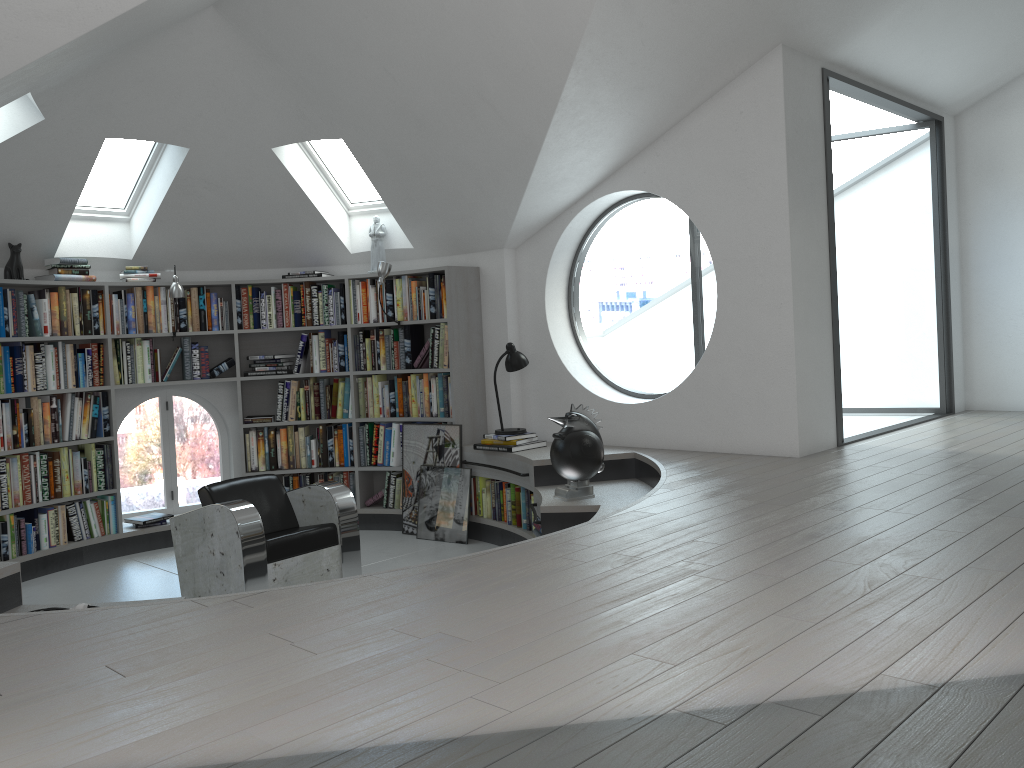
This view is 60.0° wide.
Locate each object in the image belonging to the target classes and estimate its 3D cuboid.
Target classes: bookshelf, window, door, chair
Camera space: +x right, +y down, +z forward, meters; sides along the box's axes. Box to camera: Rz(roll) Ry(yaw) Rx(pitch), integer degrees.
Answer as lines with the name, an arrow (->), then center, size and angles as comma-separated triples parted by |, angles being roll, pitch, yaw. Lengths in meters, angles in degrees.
bookshelf -> -2.463, 0.180, 6.116 | 2.108, 1.879, 4.338 | -1, 4, 44
window -> -2.552, -1.588, 6.076 | 1.932, 0.713, 4.060 | 0, 4, 44
window -> -3.411, 0.637, 6.353 | 0.617, 1.150, 3.235 | -2, 3, 30
door -> 2.993, -0.926, 7.388 | 1.051, 2.345, 0.080 | -2, 2, 29
chair -> -1.466, 0.937, 5.295 | 0.741, 0.719, 0.824 | -1, 3, 39
door -> 1.706, -0.794, 6.100 | 1.051, 2.345, 0.080 | -1, 2, 44
window -> 0.989, -0.627, 6.345 | 1.470, 1.469, 0.104 | -1, 2, 44

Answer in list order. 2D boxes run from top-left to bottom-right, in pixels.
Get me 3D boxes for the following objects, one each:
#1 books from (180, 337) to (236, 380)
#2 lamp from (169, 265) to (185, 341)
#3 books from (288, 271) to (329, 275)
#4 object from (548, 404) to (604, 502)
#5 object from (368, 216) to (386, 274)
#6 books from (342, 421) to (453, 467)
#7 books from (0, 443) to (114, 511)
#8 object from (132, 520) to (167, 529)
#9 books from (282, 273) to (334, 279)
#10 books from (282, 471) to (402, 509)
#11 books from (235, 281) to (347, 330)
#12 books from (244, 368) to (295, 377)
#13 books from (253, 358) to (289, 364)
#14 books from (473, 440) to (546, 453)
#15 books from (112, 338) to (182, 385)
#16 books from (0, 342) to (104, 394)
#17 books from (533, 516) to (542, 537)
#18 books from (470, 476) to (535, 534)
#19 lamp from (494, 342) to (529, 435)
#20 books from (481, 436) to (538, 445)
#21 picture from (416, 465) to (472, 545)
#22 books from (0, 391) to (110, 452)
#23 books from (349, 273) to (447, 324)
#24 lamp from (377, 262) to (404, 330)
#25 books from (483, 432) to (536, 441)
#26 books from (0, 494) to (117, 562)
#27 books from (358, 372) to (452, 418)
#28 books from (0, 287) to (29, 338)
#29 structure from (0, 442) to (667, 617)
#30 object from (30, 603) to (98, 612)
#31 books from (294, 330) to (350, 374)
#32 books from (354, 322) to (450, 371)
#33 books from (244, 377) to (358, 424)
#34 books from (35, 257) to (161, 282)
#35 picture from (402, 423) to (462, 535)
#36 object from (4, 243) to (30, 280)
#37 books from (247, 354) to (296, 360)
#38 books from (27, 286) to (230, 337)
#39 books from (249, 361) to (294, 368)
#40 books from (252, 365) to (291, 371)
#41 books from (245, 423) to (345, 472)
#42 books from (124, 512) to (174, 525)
books -> -2.433, -0.211, 7.122 | 0.399, 0.340, 0.224 | -4, 2, -26
lamp -> -2.586, -0.611, 6.749 | 0.113, 0.566, 0.357 | -4, 2, -39
books -> -1.681, -0.908, 7.320 | 0.247, 0.027, 0.233 | -2, 3, 17
object -> 0.388, 0.397, 5.296 | 0.320, 0.562, 0.320 | -2, 2, 17
object -> -1.083, -1.118, 7.132 | 0.179, 0.472, 0.179 | -4, 2, -37
books -> -0.828, 0.473, 7.096 | 1.183, 0.358, 0.304 | -1, 2, 25
books -> -3.317, 0.641, 6.329 | 0.292, 0.357, 1.033 | -2, 3, 29
object -> -2.834, 1.082, 6.927 | 0.227, 0.036, 0.213 | -5, 3, -29
books -> -1.679, -0.880, 7.321 | 0.336, 0.036, 0.317 | -2, 3, 7
books -> -1.461, 0.860, 7.251 | 1.497, 0.311, 0.360 | -3, 2, 6
books -> -1.801, -0.643, 7.263 | 0.969, 0.367, 0.306 | -3, 2, -2
books -> -1.979, -0.096, 7.314 | 0.388, 0.042, 0.366 | -3, 3, -6
books -> -1.984, -0.191, 7.312 | 0.226, 0.036, 0.214 | -3, 3, 4
books -> -0.014, 0.443, 6.408 | 0.388, 0.042, 0.366 | 0, 4, 44
books -> -3.332, -0.105, 6.053 | 0.590, 0.370, 2.532 | -2, 3, 25
books -> -3.397, -0.122, 6.320 | 0.300, 0.359, 1.029 | -2, 3, 30
books -> 0.282, 0.940, 5.424 | 0.240, 0.168, 0.665 | -3, 3, -5
books -> 0.014, 0.838, 6.333 | 0.272, 0.298, 1.147 | -4, 3, -31
lamp -> -0.006, 0.029, 6.419 | 0.323, 0.660, 0.233 | -4, 2, -30
books -> -0.016, 0.407, 6.407 | 0.304, 0.034, 0.286 | -1, 4, 34
picture -> -0.511, 0.899, 6.637 | 0.489, 0.555, 0.107 | -1, 2, 35
books -> -3.342, 0.255, 6.308 | 0.297, 0.351, 0.999 | -2, 3, 28
books -> -0.836, -0.677, 7.053 | 1.013, 0.362, 0.293 | -1, 2, 27
lamp -> -0.921, -0.679, 6.849 | 0.112, 0.525, 0.275 | -2, 2, 35
books -> -0.018, 0.374, 6.406 | 0.269, 0.031, 0.286 | -5, 4, -36
books -> -3.304, 1.004, 6.321 | 0.287, 0.306, 1.020 | -2, 3, 29
books -> -0.779, 0.090, 7.067 | 1.020, 0.347, 0.276 | -1, 3, 29
books -> -3.580, -0.472, 5.930 | 0.265, 0.346, 0.683 | -2, 3, 21
structure -> -1.438, 0.948, 5.172 | 4.709, 0.693, 4.714 | -3, 3, -1
object -> -1.635, 0.870, 3.265 | 0.473, 0.082, 0.218 | -2, 3, 7
books -> -1.519, -0.270, 7.299 | 0.553, 0.350, 0.256 | -3, 2, 1
books -> -0.807, -0.293, 7.056 | 1.051, 0.358, 0.280 | -1, 3, 30
books -> -1.695, 0.122, 7.271 | 0.974, 0.352, 0.252 | -3, 2, -3
books -> -3.391, -0.780, 5.720 | 0.747, 0.173, 2.818 | -2, 3, 15
picture -> -0.616, 0.736, 6.789 | 0.578, 0.862, 0.090 | -2, 2, 34
object -> -3.452, -0.844, 6.170 | 0.202, 0.265, 0.147 | -1, 2, 41
books -> -1.985, -0.223, 7.311 | 0.285, 0.031, 0.269 | -1, 3, 24
books -> -2.928, -0.560, 6.781 | 1.567, 0.366, 0.393 | -5, 3, -40
books -> -1.982, -0.160, 7.312 | 0.285, 0.031, 0.269 | -3, 3, 4
books -> -1.980, -0.129, 7.313 | 0.286, 0.031, 0.269 | -3, 3, -11
books -> -1.762, 0.507, 7.286 | 0.872, 0.350, 0.272 | -3, 2, -4
books -> -2.835, 1.052, 6.926 | 0.253, 0.029, 0.269 | -1, 4, 35
